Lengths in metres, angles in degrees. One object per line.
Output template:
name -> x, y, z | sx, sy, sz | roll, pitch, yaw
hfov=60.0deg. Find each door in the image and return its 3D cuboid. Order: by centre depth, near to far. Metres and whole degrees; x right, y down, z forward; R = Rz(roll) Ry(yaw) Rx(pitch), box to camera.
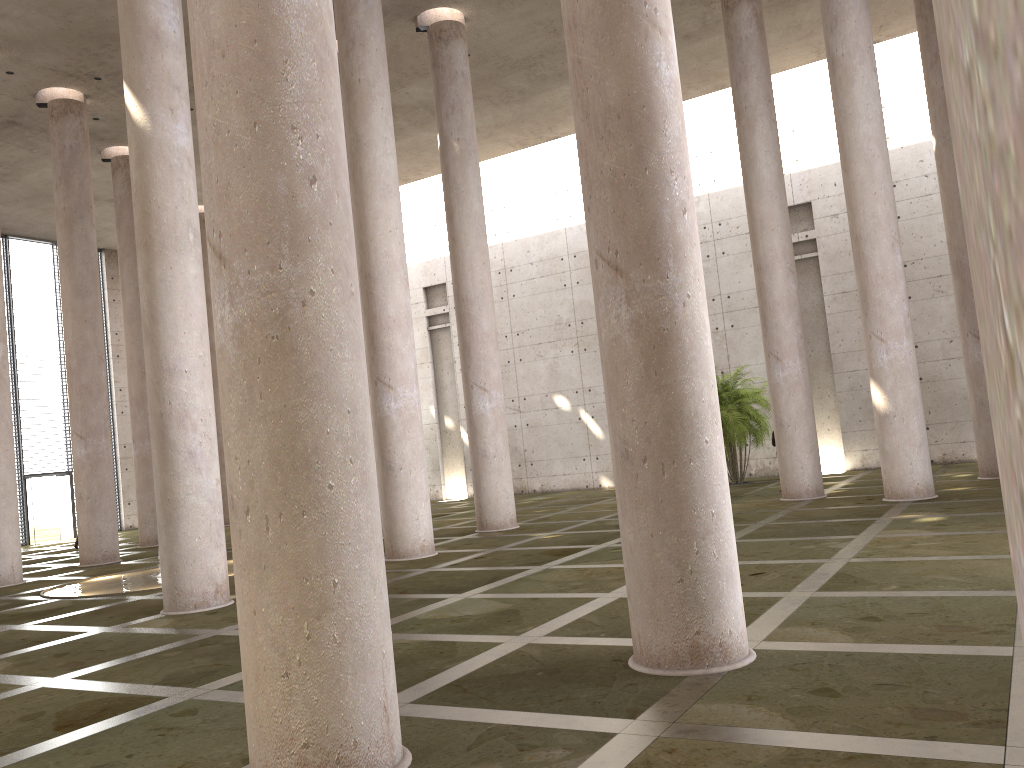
door -> -15.818, 4.209, 30.072 | 0.761, 2.300, 2.132 | -7, -4, 10

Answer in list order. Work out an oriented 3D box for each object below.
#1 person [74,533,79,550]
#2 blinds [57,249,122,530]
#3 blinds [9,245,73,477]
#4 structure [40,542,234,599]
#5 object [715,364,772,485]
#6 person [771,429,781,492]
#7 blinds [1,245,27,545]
person -> -11.825, 3.687, 24.481 | 0.789, 1.752, 0.001 | -7, -4, 10
blinds -> -15.297, 0.178, 32.080 | 0.202, 10.355, 1.676 | -8, -5, 30
blinds -> -16.252, -0.812, 30.585 | 0.202, 7.905, 1.676 | -8, -5, 30
structure -> -5.980, 3.098, 15.363 | 3.913, 1.279, 3.916 | -6, -4, 3
object -> 5.800, 1.131, 23.407 | 2.483, 3.247, 2.333 | -4, -4, -22
person -> 5.936, 1.495, 19.233 | 0.622, 1.715, 0.001 | -8, -5, 30
blinds -> -17.090, 0.278, 29.005 | 0.202, 10.110, 1.676 | -8, -5, 30
